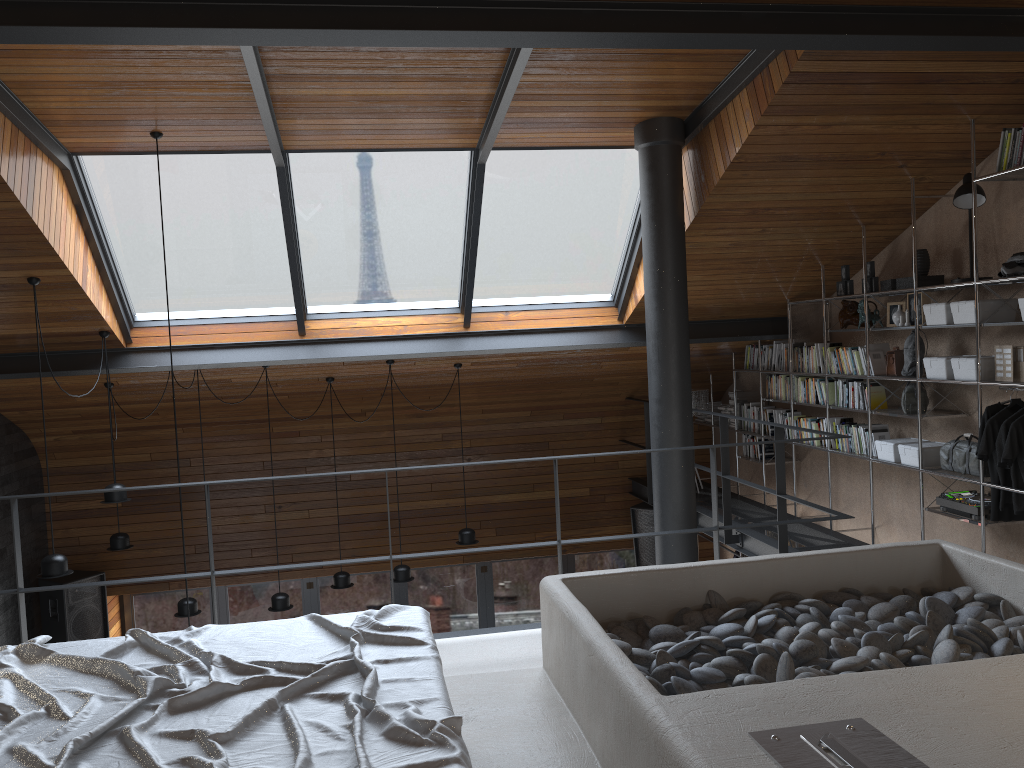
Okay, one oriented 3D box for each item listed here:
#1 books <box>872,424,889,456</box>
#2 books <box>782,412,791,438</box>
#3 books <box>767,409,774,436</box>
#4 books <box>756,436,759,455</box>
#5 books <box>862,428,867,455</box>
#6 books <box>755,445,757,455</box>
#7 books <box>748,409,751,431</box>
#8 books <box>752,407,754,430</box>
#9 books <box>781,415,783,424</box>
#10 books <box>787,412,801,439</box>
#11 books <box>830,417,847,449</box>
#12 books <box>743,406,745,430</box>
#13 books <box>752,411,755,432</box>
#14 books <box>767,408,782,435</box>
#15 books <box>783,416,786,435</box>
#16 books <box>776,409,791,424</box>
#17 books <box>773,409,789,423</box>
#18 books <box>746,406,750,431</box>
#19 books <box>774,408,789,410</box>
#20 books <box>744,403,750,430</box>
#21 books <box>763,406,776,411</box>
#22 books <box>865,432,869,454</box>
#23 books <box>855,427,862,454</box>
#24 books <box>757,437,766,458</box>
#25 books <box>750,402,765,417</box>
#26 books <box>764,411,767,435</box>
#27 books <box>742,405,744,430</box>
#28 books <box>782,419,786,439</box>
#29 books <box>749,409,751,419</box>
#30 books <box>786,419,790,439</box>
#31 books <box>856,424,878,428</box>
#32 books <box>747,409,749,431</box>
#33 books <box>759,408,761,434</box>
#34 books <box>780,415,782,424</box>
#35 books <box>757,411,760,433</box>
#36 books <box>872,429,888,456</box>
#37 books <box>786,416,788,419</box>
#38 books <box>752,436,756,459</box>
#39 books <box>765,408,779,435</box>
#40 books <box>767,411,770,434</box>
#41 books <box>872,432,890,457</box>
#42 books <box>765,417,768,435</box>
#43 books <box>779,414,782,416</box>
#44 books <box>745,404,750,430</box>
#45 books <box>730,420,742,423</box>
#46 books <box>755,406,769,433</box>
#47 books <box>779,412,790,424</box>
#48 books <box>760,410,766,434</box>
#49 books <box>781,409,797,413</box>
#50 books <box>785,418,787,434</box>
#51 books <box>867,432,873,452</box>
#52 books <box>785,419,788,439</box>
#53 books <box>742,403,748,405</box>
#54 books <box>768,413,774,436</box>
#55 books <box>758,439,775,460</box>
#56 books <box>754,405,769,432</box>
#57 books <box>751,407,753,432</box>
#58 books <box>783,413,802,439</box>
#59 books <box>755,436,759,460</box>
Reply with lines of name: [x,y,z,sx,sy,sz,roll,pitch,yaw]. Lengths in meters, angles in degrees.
books: [2.641,0.402,6.354,0.143,0.217,0.066,-3,3,-10]
books: [2.421,0.352,7.634,0.177,0.217,0.046,-3,3,-10]
books: [2.354,0.341,7.883,0.148,0.233,0.053,-3,3,-10]
books: [2.331,0.586,8.178,0.137,0.216,0.049,-3,3,-10]
books: [2.627,0.413,6.449,0.148,0.189,0.053,-3,3,-10]
books: [2.317,0.596,8.202,0.126,0.197,0.047,-3,3,-10]
books: [2.293,0.333,8.329,0.146,0.210,0.018,-3,3,-10]
books: [2.302,0.325,8.244,0.148,0.234,0.013,-3,3,-10]
books: [2.392,0.366,7.646,0.127,0.200,0.046,-3,3,-10]
books: [2.406,0.357,7.526,0.122,0.230,0.057,-3,3,-10]
books: [2.521,0.378,6.825,0.148,0.233,0.053,-3,3,-10]
books: [2.285,0.318,8.434,0.169,0.232,0.018,-3,3,-10]
books: [2.304,0.343,8.229,0.143,0.199,0.019,-3,3,-10]
books: [2.360,0.339,7.930,0.148,0.233,0.053,-3,3,-10]
books: [2.401,0.364,7.618,0.125,0.206,0.055,-3,3,-10]
books: [2.395,0.344,7.776,0.148,0.233,0.053,-3,3,-10]
books: [2.386,0.342,7.824,0.148,0.233,0.053,-3,3,-10]
books: [2.292,0.321,8.367,0.160,0.231,0.021,-3,3,-10]
books: [2.398,0.339,7.857,0.143,0.236,0.062,-3,3,-10]
books: [2.300,0.306,8.422,0.191,0.255,0.012,-3,3,-10]
books: [2.330,0.328,8.025,0.131,0.247,0.018,-3,3,-10]
books: [2.619,0.427,6.393,0.130,0.167,0.046,-3,3,-10]
books: [2.604,0.411,6.511,0.148,0.189,0.053,-3,3,-10]
books: [2.326,0.587,8.134,0.137,0.216,0.049,-3,3,-10]
books: [2.301,0.305,8.300,0.143,0.268,0.020,-3,3,-10]
books: [2.340,0.345,7.973,0.133,0.219,0.058,-3,3,-10]
books: [2.264,0.317,8.458,0.148,0.234,0.013,-3,3,-10]
books: [2.390,0.381,7.630,0.119,0.171,0.044,-3,3,-10]
books: [2.300,0.330,8.316,0.148,0.217,0.010,-3,3,-10]
books: [2.396,0.384,7.543,0.111,0.174,0.041,-3,3,-10]
books: [2.639,0.400,6.528,0.207,0.206,0.053,-3,3,-10]
books: [2.279,0.336,8.340,0.130,0.208,0.010,-3,3,-10]
books: [2.318,0.333,8.074,0.129,0.231,0.010,-3,3,-10]
books: [2.383,0.366,7.655,0.127,0.200,0.046,-3,3,-10]
books: [2.321,0.344,8.120,0.148,0.206,0.018,-3,3,-10]
books: [2.637,0.419,6.337,0.129,0.186,0.050,-3,3,-10]
books: [2.400,0.371,7.564,0.111,0.197,0.043,-3,3,-10]
books: [2.317,0.582,8.238,0.155,0.215,0.055,-3,3,-10]
books: [2.344,0.338,7.942,0.143,0.235,0.055,-3,3,-10]
books: [2.352,0.347,7.898,0.141,0.221,0.055,-3,3,-10]
books: [2.643,0.429,6.327,0.130,0.166,0.046,-3,3,-10]
books: [2.345,0.348,7.956,0.136,0.212,0.051,-3,3,-10]
books: [2.408,0.354,7.680,0.171,0.218,0.047,-3,3,-10]
books: [2.307,0.308,8.411,0.192,0.251,0.012,-3,3,-10]
books: [2.261,0.354,8.594,0.252,0.016,0.182,-3,3,-6]
books: [2.320,0.327,8.179,0.148,0.234,0.013,-3,3,-10]
books: [2.405,0.355,7.690,0.164,0.217,0.048,-3,3,-10]
books: [2.314,0.345,8.005,0.137,0.215,0.014,-3,3,-10]
books: [2.431,0.344,7.747,0.148,0.233,0.053,-3,3,-10]
books: [2.399,0.377,7.582,0.117,0.182,0.044,-3,3,-10]
books: [2.634,0.425,6.381,0.146,0.171,0.054,-3,3,-10]
books: [2.395,0.381,7.570,0.112,0.176,0.039,-3,3,-10]
books: [2.299,0.304,8.475,0.207,0.255,0.010,-3,3,-10]
books: [2.356,0.356,7.866,0.148,0.206,0.053,-3,3,-10]
books: [2.327,0.599,8.118,0.138,0.191,0.049,-3,3,-10]
books: [2.318,0.323,8.210,0.146,0.240,0.023,-3,3,-10]
books: [2.295,0.325,8.255,0.148,0.234,0.013,-3,3,-10]
books: [2.414,0.356,7.602,0.161,0.222,0.055,-3,3,-10]
books: [2.316,0.586,8.189,0.133,0.218,0.051,-3,3,-10]
